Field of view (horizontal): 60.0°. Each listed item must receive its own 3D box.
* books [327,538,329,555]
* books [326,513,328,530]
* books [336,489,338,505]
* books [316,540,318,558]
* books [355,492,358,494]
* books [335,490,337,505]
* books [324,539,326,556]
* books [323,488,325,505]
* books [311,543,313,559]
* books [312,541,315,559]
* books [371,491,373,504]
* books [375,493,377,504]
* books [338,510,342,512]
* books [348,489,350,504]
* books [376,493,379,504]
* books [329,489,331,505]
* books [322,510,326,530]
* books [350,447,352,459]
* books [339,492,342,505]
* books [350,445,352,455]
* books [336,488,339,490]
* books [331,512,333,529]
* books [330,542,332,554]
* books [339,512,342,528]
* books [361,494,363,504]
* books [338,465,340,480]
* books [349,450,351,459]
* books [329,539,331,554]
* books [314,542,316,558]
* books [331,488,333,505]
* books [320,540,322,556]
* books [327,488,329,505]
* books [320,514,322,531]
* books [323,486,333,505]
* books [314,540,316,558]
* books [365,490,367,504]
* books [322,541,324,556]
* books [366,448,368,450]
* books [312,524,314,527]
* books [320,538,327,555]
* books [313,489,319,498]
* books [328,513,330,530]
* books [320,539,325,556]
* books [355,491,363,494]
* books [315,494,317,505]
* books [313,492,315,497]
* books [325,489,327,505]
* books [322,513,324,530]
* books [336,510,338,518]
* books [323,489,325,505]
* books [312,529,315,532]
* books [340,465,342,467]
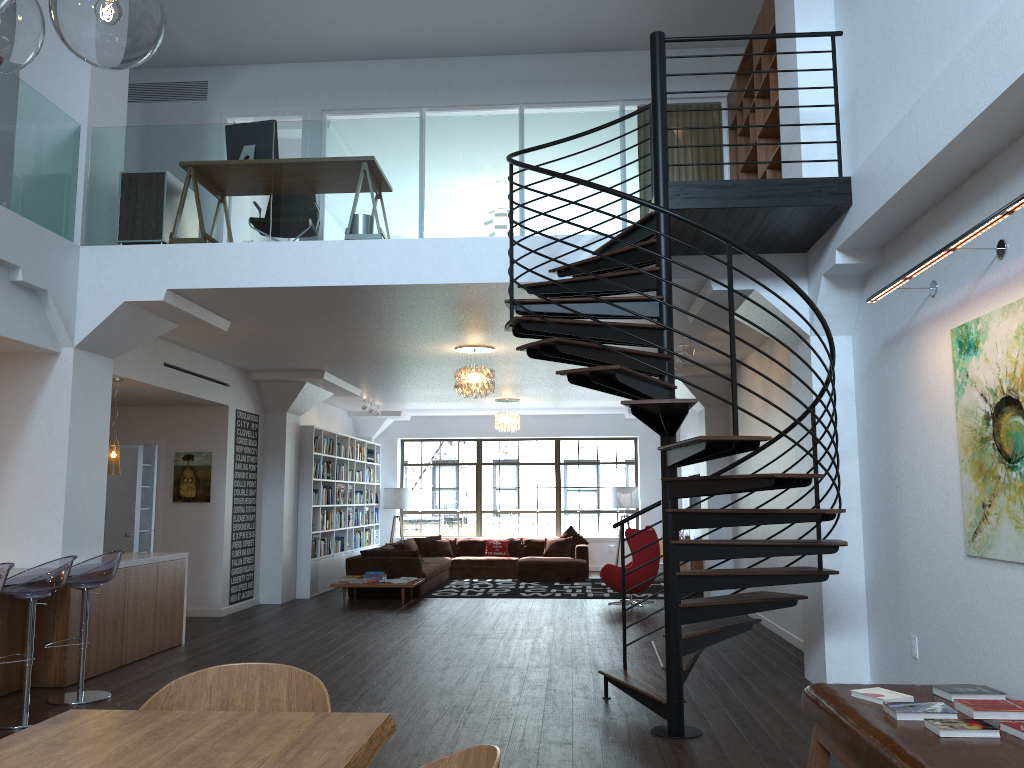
[{"bbox_3d":[-2.863,2.459,13.419,0.183,0.253,0.042,-1,-7,4],"label":"books"},{"bbox_3d":[-2.867,2.080,13.413,0.171,0.246,0.057,-1,-7,4],"label":"books"},{"bbox_3d":[-2.831,1.776,13.946,0.174,0.240,0.054,-1,-7,4],"label":"books"},{"bbox_3d":[-2.905,2.383,12.828,0.180,0.251,0.048,-1,-7,4],"label":"books"},{"bbox_3d":[-2.733,1.974,15.338,0.140,0.206,0.042,-1,-7,4],"label":"books"},{"bbox_3d":[-2.835,1.779,13.903,0.161,0.223,0.032,-1,-7,4],"label":"books"},{"bbox_3d":[-2.874,2.441,13.255,0.171,0.246,0.039,-1,-7,4],"label":"books"},{"bbox_3d":[-2.882,1.683,13.247,0.170,0.245,0.057,-1,-7,4],"label":"books"},{"bbox_3d":[-2.913,2.367,12.590,0.161,0.223,0.032,-1,-7,4],"label":"books"},{"bbox_3d":[-2.909,2.364,12.633,0.174,0.240,0.054,-1,-7,4],"label":"books"},{"bbox_3d":[-2.676,2.095,16.382,0.174,0.236,0.142,-1,-7,3],"label":"books"},{"bbox_3d":[-2.652,2.157,16.761,0.167,0.210,0.162,-1,-7,4],"label":"books"},{"bbox_3d":[-2.816,2.159,14.197,0.176,0.290,0.036,-1,-7,3],"label":"books"},{"bbox_3d":[-2.780,1.871,14.720,0.174,0.251,0.051,-1,-7,4],"label":"books"},{"bbox_3d":[-2.637,2.166,16.850,0.182,0.215,0.188,-1,-7,4],"label":"books"},{"bbox_3d":[-2.856,1.724,13.541,0.174,0.239,0.045,-1,-7,4],"label":"books"},{"bbox_3d":[-2.881,2.042,13.291,0.176,0.290,0.053,-1,-7,4],"label":"books"},{"bbox_3d":[-2.777,1.159,14.876,0.161,0.207,0.130,-1,-7,3],"label":"books"},{"bbox_3d":[-2.815,1.823,14.175,0.161,0.207,0.135,-1,-7,3],"label":"books"},{"bbox_3d":[-2.783,1.147,14.959,0.160,0.251,0.031,-1,-7,4],"label":"books"},{"bbox_3d":[-2.834,1.784,14.059,0.183,0.253,0.042,-1,-7,4],"label":"books"},{"bbox_3d":[-2.848,2.108,13.663,0.183,0.253,0.034,-1,-7,4],"label":"books"},{"bbox_3d":[-2.846,2.501,13.561,0.161,0.207,0.135,-1,-7,3],"label":"books"},{"bbox_3d":[-2.809,2.173,14.160,0.183,0.253,0.034,-1,-7,3],"label":"books"},{"bbox_3d":[-2.693,2.036,15.666,0.107,0.167,0.017,-1,-7,4],"label":"books"},{"bbox_3d":[-2.826,1.407,14.090,0.182,0.253,0.034,-1,-7,4],"label":"books"},{"bbox_3d":[-2.789,1.138,14.824,0.174,0.236,0.136,-1,-7,3],"label":"books"},{"bbox_3d":[-2.858,2.480,13.507,0.174,0.236,0.142,-1,-7,3],"label":"books"},{"bbox_3d":[-2.900,2.382,12.707,0.161,0.223,0.032,-1,-7,4],"label":"books"},{"bbox_3d":[-2.847,1.727,13.614,0.182,0.253,0.034,-1,-7,4],"label":"books"},{"bbox_3d":[-2.891,2.425,13.071,0.176,0.231,0.053,-1,-7,4],"label":"books"},{"bbox_3d":[-2.864,1.705,13.442,0.182,0.253,0.034,-1,-7,4],"label":"books"},{"bbox_3d":[-2.895,2.029,13.021,0.189,0.247,0.057,-1,-7,4],"label":"books"},{"bbox_3d":[-2.853,1.717,13.679,0.176,0.294,0.102,-1,-7,4],"label":"books"},{"bbox_3d":[-2.912,2.372,12.746,0.183,0.253,0.042,-1,-7,4],"label":"books"},{"bbox_3d":[-2.698,2.036,15.945,0.174,0.240,0.054,-1,-7,4],"label":"books"},{"bbox_3d":[-2.874,2.447,13.143,0.161,0.223,0.030,-1,-7,3],"label":"books"},{"bbox_3d":[-2.715,1.299,16.154,0.183,0.253,0.042,-1,-7,4],"label":"books"},{"bbox_3d":[-2.944,2.026,12.693,0.174,0.032,0.254,0,-7,-1],"label":"books"},{"bbox_3d":[-2.874,2.445,13.335,0.180,0.259,0.042,-1,-7,4],"label":"books"},{"bbox_3d":[-2.892,1.649,12.924,0.140,0.231,0.042,-1,-7,4],"label":"books"},{"bbox_3d":[-2.864,2.087,13.495,0.183,0.253,0.034,-1,-7,4],"label":"books"},{"bbox_3d":[-2.883,2.427,13.183,0.183,0.253,0.042,-1,-7,4],"label":"books"},{"bbox_3d":[-2.707,2.009,15.705,0.140,0.231,0.042,-1,-7,4],"label":"books"},{"bbox_3d":[-2.887,1.670,12.835,0.120,0.167,0.020,-1,-7,4],"label":"books"},{"bbox_3d":[-2.907,1.649,12.737,0.134,0.184,0.030,-1,-7,4],"label":"books"},{"bbox_3d":[-2.877,1.707,13.372,0.167,0.230,0.037,-1,-7,4],"label":"books"},{"bbox_3d":[-2.884,2.053,13.206,0.171,0.246,0.057,-1,-7,4],"label":"books"},{"bbox_3d":[-2.831,2.124,13.927,0.176,0.290,0.053,-1,-7,3],"label":"books"},{"bbox_3d":[-2.882,1.680,13.195,0.174,0.239,0.045,-1,-7,4],"label":"books"},{"bbox_3d":[-2.941,2.093,12.689,0.197,0.035,0.284,1,-7,-6],"label":"books"},{"bbox_3d":[-2.822,1.429,14.245,0.159,0.250,0.026,-1,-7,4],"label":"books"}]
